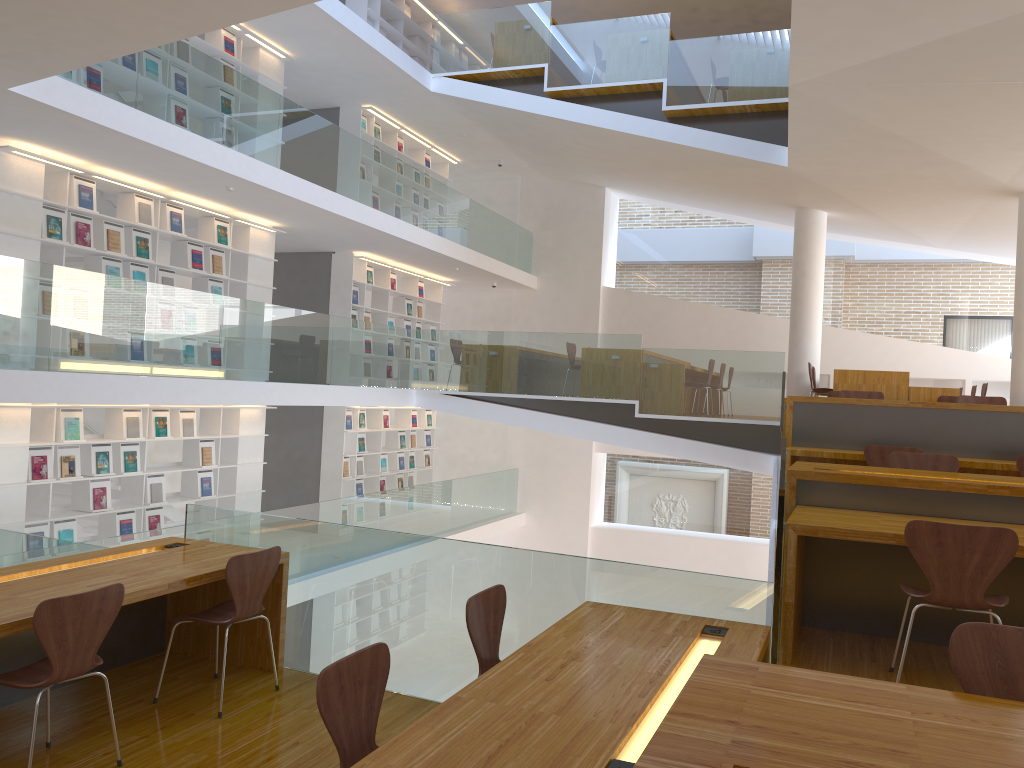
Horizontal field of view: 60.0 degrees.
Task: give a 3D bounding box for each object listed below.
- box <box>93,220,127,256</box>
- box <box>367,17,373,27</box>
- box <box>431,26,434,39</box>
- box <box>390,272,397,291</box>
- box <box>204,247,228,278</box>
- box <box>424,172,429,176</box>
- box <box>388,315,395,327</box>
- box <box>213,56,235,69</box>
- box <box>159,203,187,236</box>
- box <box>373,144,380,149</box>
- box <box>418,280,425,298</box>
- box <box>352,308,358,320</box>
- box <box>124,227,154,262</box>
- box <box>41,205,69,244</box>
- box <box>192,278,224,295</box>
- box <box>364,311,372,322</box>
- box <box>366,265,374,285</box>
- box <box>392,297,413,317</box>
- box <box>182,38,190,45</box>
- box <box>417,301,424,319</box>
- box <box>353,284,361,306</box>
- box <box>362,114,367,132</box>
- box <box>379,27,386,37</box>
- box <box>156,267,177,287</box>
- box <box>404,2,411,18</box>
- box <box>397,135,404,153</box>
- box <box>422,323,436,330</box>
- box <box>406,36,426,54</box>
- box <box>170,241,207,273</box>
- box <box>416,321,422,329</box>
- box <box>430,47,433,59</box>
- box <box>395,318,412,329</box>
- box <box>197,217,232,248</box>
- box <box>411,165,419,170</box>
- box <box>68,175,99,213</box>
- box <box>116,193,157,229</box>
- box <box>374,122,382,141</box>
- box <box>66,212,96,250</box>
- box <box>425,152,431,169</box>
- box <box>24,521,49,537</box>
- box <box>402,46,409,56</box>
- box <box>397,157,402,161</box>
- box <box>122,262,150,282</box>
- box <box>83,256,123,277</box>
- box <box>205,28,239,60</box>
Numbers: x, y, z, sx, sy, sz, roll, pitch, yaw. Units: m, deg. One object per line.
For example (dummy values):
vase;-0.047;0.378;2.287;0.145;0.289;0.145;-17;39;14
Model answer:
box;-3.784;-1.357;8.283;0.274;0.296;0.245;3;-1;21
box;-2.082;-4.966;12.380;0.274;0.296;0.245;3;-1;21
box;-1.333;-5.567;14.226;0.274;0.296;0.245;3;-1;21
box;-1.871;-1.537;13.324;0.274;0.296;0.245;3;-1;21
box;-3.265;-1.316;9.617;0.274;0.296;0.245;3;-1;21
box;-1.452;-3.227;14.201;0.274;0.296;0.245;3;-1;21
box;-1.899;-0.880;13.338;0.274;0.296;0.245;3;-1;21
box;-3.161;-3.360;9.638;0.274;0.296;0.245;3;-1;21
box;-3.488;-1.664;9.003;0.274;0.296;0.245;3;-1;21
box;-2.032;-3.273;12.712;0.274;0.296;0.245;3;-1;21
box;-1.540;-1.510;14.183;0.274;0.296;0.245;3;-1;21
box;-2.288;-0.910;12.338;0.274;0.296;0.245;3;-1;21
box;-3.659;-1.347;8.604;0.274;0.296;0.245;3;-1;21
box;-4.024;-1.377;7.666;0.274;0.296;0.245;3;-1;21
box;-3.281;-0.988;9.615;0.274;0.296;0.245;3;-1;21
box;-2.152;-0.899;12.688;0.274;0.296;0.245;3;-1;21
box;-2.120;-1.555;12.693;0.274;0.296;0.245;3;-1;21
box;-1.687;-1.192;13.843;0.274;0.296;0.245;3;-1;21
box;-3.418;-3.380;8.977;0.274;0.296;0.245;3;-1;21
box;-1.556;-1.183;14.180;0.274;0.296;0.245;3;-1;21
box;-2.274;-1.238;12.335;0.274;0.296;0.245;3;-1;21
box;-2.160;-3.610;12.344;0.274;0.296;0.245;3;-1;21
box;-1.946;-4.956;12.730;0.274;0.296;0.245;3;-1;21
box;-3.543;-1.008;8.941;0.274;0.296;0.245;3;-1;21
box;-1.665;-5.594;13.366;0.274;0.296;0.245;3;-1;21
box;-1.768;-3.581;13.345;0.274;0.296;0.245;3;-1;21
box;-1.382;-0.840;14.666;0.274;0.296;0.245;3;-1;21
box;-1.481;-5.249;13.885;0.274;0.296;0.245;3;-1;21
box;-3.388;-1.329;9.300;0.274;0.296;0.245;3;-1;21
box;-1.577;-0.855;14.167;0.274;0.296;0.245;3;-1;21
box;-1.350;-5.239;14.222;0.274;0.296;0.245;3;-1;21
box;-1.704;-0.865;13.840;0.274;0.296;0.245;3;-1;21
box;-3.230;-1.644;9.666;0.274;0.296;0.245;3;-1;21
box;-1.581;-3.236;13.870;0.274;0.296;0.245;3;-1;21
box;-3.897;-1.696;7.953;0.274;0.296;0.245;3;-1;21
box;-3.639;-1.675;8.614;0.274;0.296;0.245;3;-1;21
box;-2.016;-3.599;12.714;0.274;0.296;0.245;3;-1;21
box;-3.925;-1.367;7.953;0.274;0.296;0.245;3;-1;21
box;-1.436;-3.554;14.205;0.274;0.296;0.245;3;-1;21
box;-4.160;1.339;7.641;0.274;0.296;0.245;3;-1;21
box;-1.693;-4.936;13.381;0.274;0.296;0.245;3;-1;21
box;-1.785;-3.252;13.347;0.274;0.296;0.245;3;-1;21
box;-3.677;-1.019;8.596;0.274;0.296;0.245;3;-1;21
box;-3.800;-1.029;8.281;0.274;0.296;0.245;3;-1;21
box;-3.147;-3.689;9.635;0.274;0.296;0.245;3;-1;21
